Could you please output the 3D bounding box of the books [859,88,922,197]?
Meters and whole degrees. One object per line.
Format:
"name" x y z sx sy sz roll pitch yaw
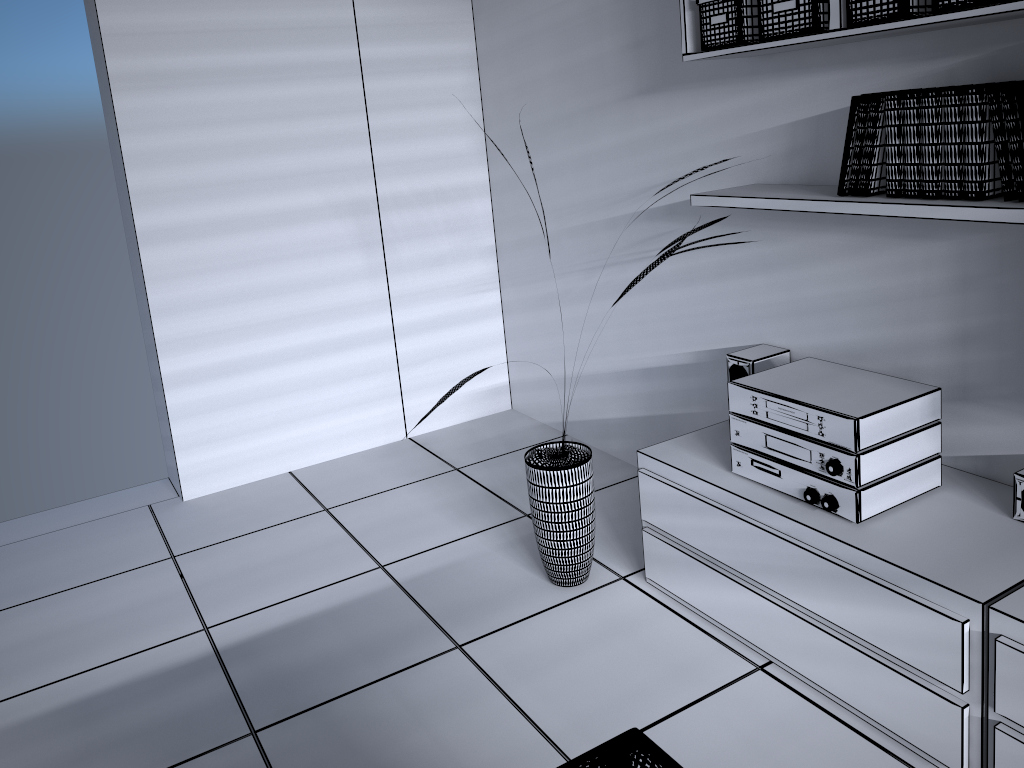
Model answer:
"books" 0.984 -0.622 2.268 0.210 0.254 0.075 -13 14 -29

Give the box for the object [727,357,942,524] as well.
"object" 0.856 0.132 2.381 0.350 0.263 0.437 -14 17 -28

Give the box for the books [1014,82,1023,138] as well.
"books" 1.184 -0.534 1.921 0.209 0.252 0.073 -13 14 -28

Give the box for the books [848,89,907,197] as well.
"books" 0.968 -0.629 2.295 0.209 0.254 0.076 -13 14 -29

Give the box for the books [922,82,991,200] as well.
"books" 1.068 -0.585 2.121 0.209 0.253 0.051 -13 13 -28

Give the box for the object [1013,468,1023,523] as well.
"object" 1.348 0.284 2.003 0.179 0.116 0.334 -14 18 -28

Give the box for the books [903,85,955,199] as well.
"books" 1.047 -0.598 2.168 0.209 0.253 0.051 -13 13 -29

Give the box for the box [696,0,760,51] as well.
"box" 0.701 -1.066 2.565 0.283 0.158 0.177 -14 17 -28

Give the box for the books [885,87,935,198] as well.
"books" 1.021 -0.609 2.212 0.209 0.253 0.051 -13 13 -28

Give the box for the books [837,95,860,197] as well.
"books" 0.948 -0.633 2.321 0.209 0.252 0.073 -13 14 -29

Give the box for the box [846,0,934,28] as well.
"box" 0.961 -0.957 2.124 0.284 0.158 0.177 -14 17 -28

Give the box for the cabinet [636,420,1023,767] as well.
"cabinet" 1.208 0.603 1.957 0.579 0.439 2.304 -13 18 -27

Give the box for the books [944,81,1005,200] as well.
"books" 1.101 -0.576 2.080 0.209 0.253 0.051 -13 14 -29

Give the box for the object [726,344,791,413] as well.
"object" 0.811 0.007 2.896 0.178 0.226 0.121 -13 14 -28

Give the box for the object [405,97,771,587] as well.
"object" 0.226 -0.132 2.749 1.174 1.550 0.256 -5 11 3

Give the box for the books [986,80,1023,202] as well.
"books" 1.155 -0.550 1.978 0.209 0.254 0.076 -13 14 -28

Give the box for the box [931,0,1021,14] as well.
"box" 1.075 -0.909 1.930 0.283 0.158 0.181 -14 17 -28

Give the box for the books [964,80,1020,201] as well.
"books" 1.125 -0.564 2.034 0.209 0.253 0.051 -13 13 -28

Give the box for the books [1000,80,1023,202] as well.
"books" 1.171 -0.543 1.950 0.209 0.254 0.076 -13 14 -29

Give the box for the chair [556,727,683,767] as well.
"chair" 0.227 1.076 0.524 0.970 0.539 1.674 -14 18 -28

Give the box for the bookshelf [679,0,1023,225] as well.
"bookshelf" 1.362 -0.500 1.564 0.331 1.222 2.860 -12 17 -28

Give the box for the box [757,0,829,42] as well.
"box" 0.824 -1.014 2.356 0.284 0.158 0.214 -14 17 -28
